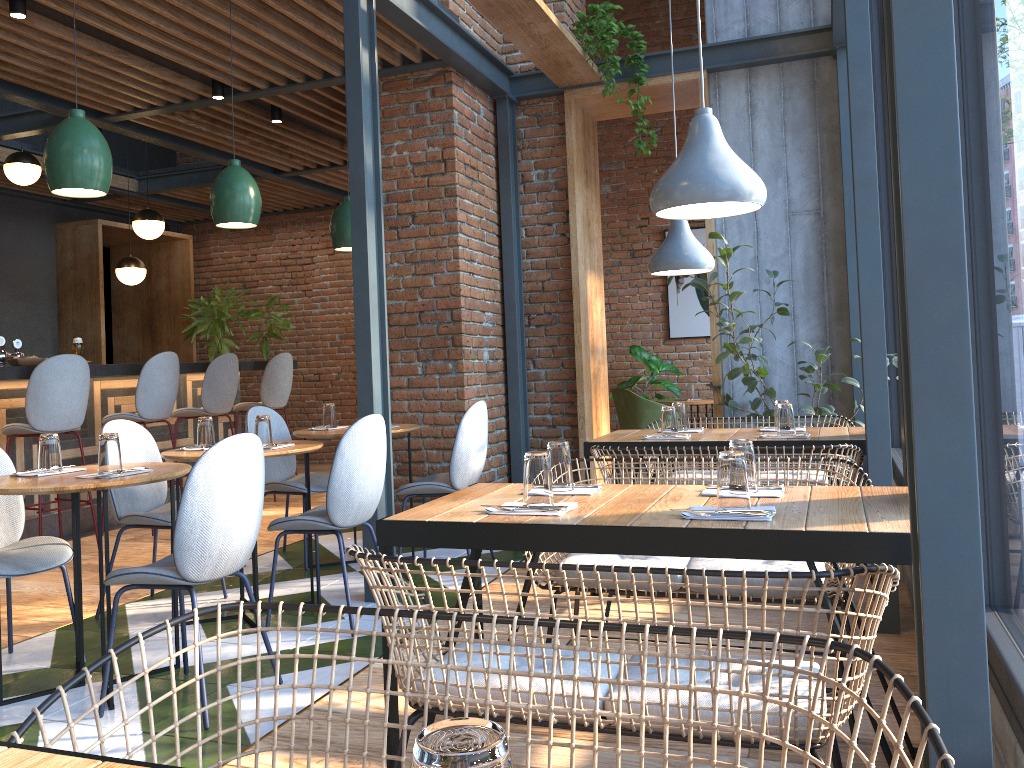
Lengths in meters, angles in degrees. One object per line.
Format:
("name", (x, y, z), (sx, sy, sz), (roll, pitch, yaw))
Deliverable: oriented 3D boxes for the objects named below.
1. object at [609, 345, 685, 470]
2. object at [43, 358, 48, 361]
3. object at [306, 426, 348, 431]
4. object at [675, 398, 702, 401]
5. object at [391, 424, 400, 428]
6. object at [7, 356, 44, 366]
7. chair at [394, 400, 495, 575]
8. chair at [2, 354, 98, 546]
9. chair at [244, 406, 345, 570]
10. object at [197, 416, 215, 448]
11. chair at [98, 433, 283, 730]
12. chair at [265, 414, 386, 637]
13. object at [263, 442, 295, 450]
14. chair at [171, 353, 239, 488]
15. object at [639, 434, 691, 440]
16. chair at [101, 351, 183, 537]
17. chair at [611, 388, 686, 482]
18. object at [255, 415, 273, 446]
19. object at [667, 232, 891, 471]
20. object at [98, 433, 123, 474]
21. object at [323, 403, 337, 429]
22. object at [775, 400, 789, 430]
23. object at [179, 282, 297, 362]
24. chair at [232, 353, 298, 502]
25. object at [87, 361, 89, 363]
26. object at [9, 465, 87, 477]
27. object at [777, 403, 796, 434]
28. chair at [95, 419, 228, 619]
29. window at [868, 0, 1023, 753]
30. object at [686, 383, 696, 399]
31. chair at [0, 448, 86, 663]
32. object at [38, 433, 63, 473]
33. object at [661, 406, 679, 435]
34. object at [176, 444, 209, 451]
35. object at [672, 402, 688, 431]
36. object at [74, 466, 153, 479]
("object", (1.299, 0.220, 8.535), (0.634, 1.197, 0.713), (-2, -1, -20))
("object", (-3.137, -0.144, 5.904), (0.078, 0.060, 0.108), (-2, 1, 28))
("object", (-1.039, 0.245, 5.021), (0.157, 0.019, 0.243), (-2, 2, 23))
("object", (1.535, 0.131, 7.754), (0.157, 0.019, 0.242), (-3, 2, -22))
("object", (-0.740, 0.236, 4.871), (0.157, 0.019, 0.243), (-2, 2, 23))
("object", (-3.148, -0.146, 5.732), (0.168, 0.073, 0.168), (-2, 1, 40))
("chair", (-0.373, 0.537, 4.760), (0.507, 0.888, 0.418), (-3, -1, 16))
("chair", (-2.882, 0.444, 5.494), (0.507, 1.244, 0.418), (-3, -1, 31))
("chair", (-1.250, 0.565, 5.083), (0.507, 0.888, 0.418), (-3, -1, 21))
("object", (-1.388, 0.218, 4.013), (0.080, 0.138, 0.080), (-2, -1, -30))
("chair", (-1.085, 0.611, 2.965), (0.507, 0.888, 0.418), (-3, -1, 21))
("chair", (-0.793, 0.578, 3.835), (0.507, 0.888, 0.418), (-3, -1, 21))
("object", (-1.087, 0.274, 3.925), (0.157, 0.019, 0.243), (-2, 1, 17))
("chair", (-2.394, 0.387, 6.942), (0.507, 1.244, 0.418), (-3, -1, 18))
("object", (0.700, 0.239, 4.061), (0.242, 0.019, 0.157), (-2, 1, 17))
("chair", (-2.585, 0.403, 6.198), (0.507, 1.244, 0.418), (-3, -1, 16))
("chair", (1.169, 0.437, 7.646), (0.515, 0.819, 0.638), (-2, 0, -16))
("object", (-1.108, 0.208, 3.945), (0.080, 0.138, 0.080), (-3, -1, 30))
("object", (1.569, -0.004, 5.332), (1.063, 1.775, 1.016), (-2, -1, -11))
("object", (-1.411, 0.242, 3.106), (0.080, 0.138, 0.080), (-2, -1, -2))
("object", (-1.029, 0.179, 4.994), (0.080, 0.138, 0.080), (-2, -1, -34))
("object", (1.282, 0.145, 4.197), (0.080, 0.138, 0.080), (-2, -1, -7))
("object", (-3.093, -0.083, 9.809), (1.515, 2.099, 1.083), (-3, -1, 25))
("chair", (-2.132, 0.360, 7.627), (0.507, 1.244, 0.418), (-3, -1, 19))
("object", (-3.008, -0.146, 5.956), (0.164, 0.052, 0.292), (-2, 1, 28))
("object", (-1.687, 0.316, 3.242), (0.157, 0.019, 0.243), (-2, 2, 25))
("object", (1.211, 0.155, 3.917), (0.080, 0.138, 0.080), (-2, -1, 3))
("chair", (-1.637, 0.604, 4.145), (0.507, 0.888, 0.418), (-3, -1, 16))
("window", (0.747, -2.184, 1.388), (0.127, 5.603, 8.724), (-3, 0, 20))
("object", (1.562, 0.064, 7.745), (0.080, 0.138, 0.080), (-3, -1, 41))
("chair", (-1.912, 0.637, 3.297), (0.507, 0.888, 0.418), (-3, -1, 26))
("object", (-1.677, 0.250, 3.214), (0.080, 0.138, 0.080), (-2, -1, -12))
("object", (0.724, 0.171, 4.079), (0.080, 0.138, 0.080), (-2, -1, -20))
("object", (-1.401, 0.284, 4.038), (0.157, 0.019, 0.243), (-2, 1, 17))
("object", (0.824, 0.160, 4.363), (0.080, 0.138, 0.080), (-3, -1, 36))
("object", (-1.392, 0.308, 3.083), (0.157, 0.019, 0.243), (-2, 2, 25))
